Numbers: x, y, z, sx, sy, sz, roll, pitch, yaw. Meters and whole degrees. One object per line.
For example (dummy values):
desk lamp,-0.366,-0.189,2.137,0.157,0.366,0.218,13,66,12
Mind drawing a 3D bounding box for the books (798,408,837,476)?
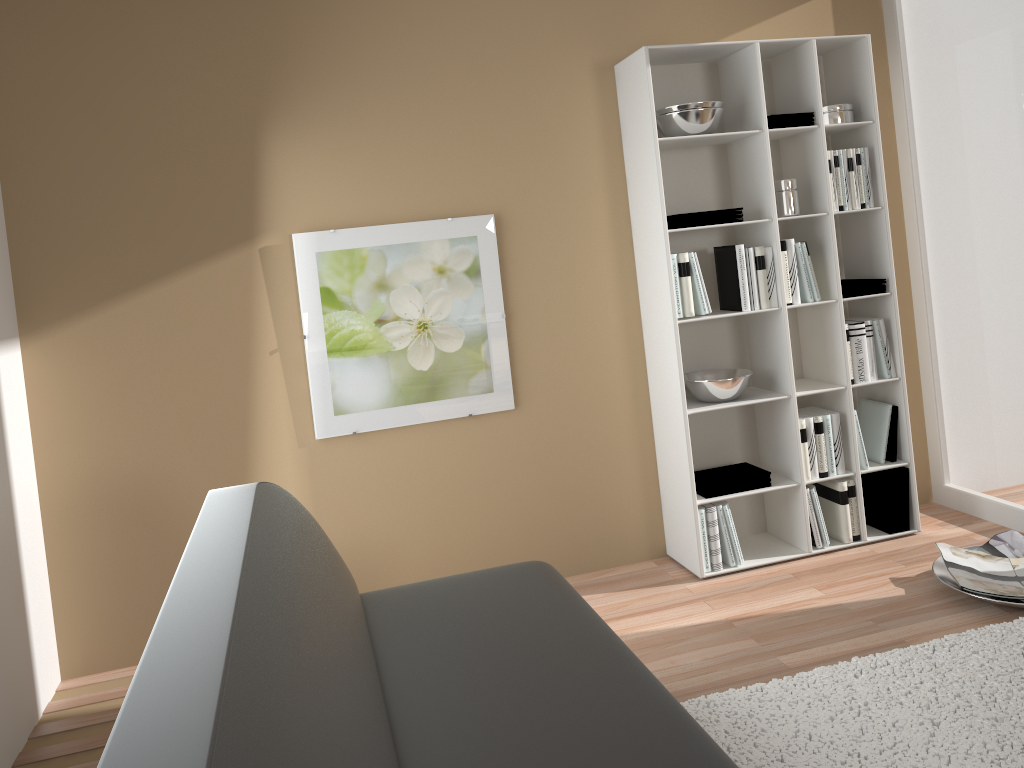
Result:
books,1.314,0.247,3.796,0.040,0.257,0.208,-7,4,-13

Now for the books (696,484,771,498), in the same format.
books,0.907,0.426,3.713,0.298,0.006,0.211,-8,8,-14

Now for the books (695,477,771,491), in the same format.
books,0.904,0.399,3.711,0.298,0.006,0.211,-8,8,-12

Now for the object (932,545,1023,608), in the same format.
object,1.818,0.698,3.125,0.591,0.063,0.584,-13,10,-38

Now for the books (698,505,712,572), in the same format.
books,0.754,0.620,3.653,0.040,0.257,0.208,-7,4,-13

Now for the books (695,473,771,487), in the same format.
books,0.905,0.382,3.712,0.298,0.007,0.211,-8,8,-14

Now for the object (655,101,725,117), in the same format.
object,0.747,-1.107,3.706,0.298,0.106,0.302,0,10,41

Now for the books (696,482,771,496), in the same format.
books,0.906,0.421,3.713,0.298,0.006,0.211,-8,8,-14

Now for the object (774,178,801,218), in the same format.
object,1.176,-0.792,3.755,0.093,0.161,0.094,-6,3,1

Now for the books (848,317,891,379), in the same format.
books,1.565,-0.161,3.869,0.060,0.259,0.208,-7,4,-13

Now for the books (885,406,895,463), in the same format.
books,1.623,0.207,3.901,0.043,0.237,0.212,-7,4,-13

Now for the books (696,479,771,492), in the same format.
books,0.906,0.404,3.713,0.298,0.006,0.211,-8,8,-14

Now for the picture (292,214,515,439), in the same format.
picture,-0.425,-0.241,3.556,0.819,0.813,0.019,-7,1,-14

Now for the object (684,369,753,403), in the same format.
object,0.872,0.012,3.728,0.298,0.106,0.302,0,10,41

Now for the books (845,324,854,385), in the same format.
books,1.397,-0.135,3.821,0.040,0.257,0.208,-7,4,-13

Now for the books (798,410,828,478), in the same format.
books,1.274,0.253,3.785,0.040,0.257,0.208,-7,4,-13

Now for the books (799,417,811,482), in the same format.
books,1.195,0.265,3.761,0.040,0.257,0.208,-7,4,-13

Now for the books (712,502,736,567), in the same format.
books,0.848,0.605,3.673,0.060,0.259,0.208,-7,4,-13

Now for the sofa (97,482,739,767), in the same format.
sofa,-0.087,0.743,1.537,0.954,0.829,2.271,-8,7,-13

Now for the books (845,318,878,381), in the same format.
books,1.514,-0.154,3.860,0.040,0.257,0.208,-7,4,-13

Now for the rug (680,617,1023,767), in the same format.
rug,1.300,0.973,1.728,1.454,0.045,2.036,-8,8,-13

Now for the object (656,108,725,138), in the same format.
object,0.750,-1.081,3.707,0.298,0.106,0.302,0,10,41

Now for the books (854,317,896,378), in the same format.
books,1.590,-0.164,3.874,0.060,0.259,0.208,-7,4,-13

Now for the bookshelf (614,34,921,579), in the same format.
bookshelf,1.100,-0.372,3.797,1.042,2.134,0.333,-7,1,-14

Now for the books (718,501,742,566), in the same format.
books,0.875,0.604,3.675,0.058,0.257,0.208,-7,4,-13

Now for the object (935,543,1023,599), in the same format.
object,1.816,0.667,3.139,0.497,0.096,0.347,-4,8,16

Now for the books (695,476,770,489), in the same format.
books,0.903,0.393,3.716,0.298,0.008,0.211,-8,8,-14

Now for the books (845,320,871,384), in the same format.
books,1.458,-0.144,3.832,0.076,0.257,0.208,-7,4,-13

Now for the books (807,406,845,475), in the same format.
books,1.355,0.241,3.807,0.040,0.257,0.208,-7,4,-13

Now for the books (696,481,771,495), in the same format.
books,0.903,0.415,3.712,0.298,0.006,0.211,-9,8,-15

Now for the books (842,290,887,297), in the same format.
books,1.465,-0.400,3.884,0.211,0.006,0.299,-8,8,-13

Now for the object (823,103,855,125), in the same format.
object,1.394,-1.164,3.850,0.190,0.089,0.194,-3,8,28

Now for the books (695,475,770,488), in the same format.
books,0.902,0.388,3.716,0.298,0.008,0.211,-8,8,-14

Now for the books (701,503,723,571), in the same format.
books,0.801,0.614,3.659,0.040,0.257,0.208,-7,4,-13

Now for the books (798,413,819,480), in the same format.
books,1.234,0.259,3.778,0.040,0.257,0.208,-7,4,-13

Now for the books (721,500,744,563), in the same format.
books,0.887,0.598,3.695,0.058,0.257,0.208,-7,4,-13

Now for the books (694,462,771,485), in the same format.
books,0.905,0.377,3.713,0.298,0.006,0.211,-8,8,-14

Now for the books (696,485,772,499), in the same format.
books,0.907,0.432,3.712,0.298,0.007,0.211,-8,8,-14

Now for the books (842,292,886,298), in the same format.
books,1.464,-0.395,3.885,0.211,0.007,0.299,-8,8,-13

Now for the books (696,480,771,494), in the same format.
books,0.906,0.409,3.713,0.298,0.006,0.211,-8,8,-14

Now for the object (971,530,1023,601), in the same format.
object,1.862,0.670,3.166,0.344,0.096,0.502,-8,8,-14
